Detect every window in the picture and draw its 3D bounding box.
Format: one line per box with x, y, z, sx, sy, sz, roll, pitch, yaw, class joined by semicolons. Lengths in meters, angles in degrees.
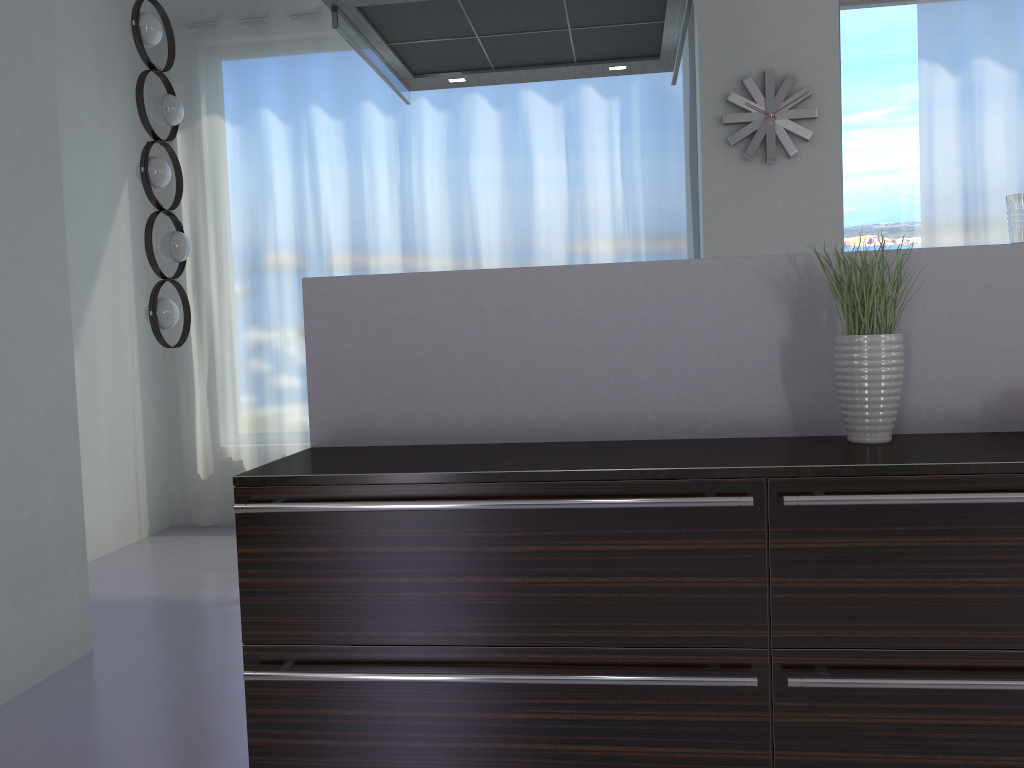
-0.377;-0.908;5.462;3.000;2.500;0.100;-2;3;7;window
3.340;-1.024;4.980;3.000;2.500;0.100;-2;3;7;window

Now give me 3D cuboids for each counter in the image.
1.128;0.309;2.319;3.291;1.300;1.302;-2;3;7;counter

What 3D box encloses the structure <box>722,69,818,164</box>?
1.413;-1.467;4.858;0.505;0.505;0.076;-2;3;7;structure

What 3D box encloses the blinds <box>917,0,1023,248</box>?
3.669;-0.835;4.723;2.830;3.112;0.120;-2;3;7;blinds

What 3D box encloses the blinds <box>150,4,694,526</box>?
-0.560;-0.703;5.272;3.245;3.112;0.120;-2;3;7;blinds

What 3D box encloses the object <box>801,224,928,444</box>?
0.804;-0.117;2.005;0.269;0.502;0.247;-2;3;8;object

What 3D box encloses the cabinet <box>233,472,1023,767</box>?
1.134;0.534;2.321;3.285;0.852;1.377;-2;3;7;cabinet

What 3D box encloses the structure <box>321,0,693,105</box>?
0.019;-1.608;2.694;0.981;1.231;0.915;-2;3;7;structure

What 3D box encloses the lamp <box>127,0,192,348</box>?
-1.739;-1.362;4.362;0.180;2.370;0.367;-2;3;1;lamp

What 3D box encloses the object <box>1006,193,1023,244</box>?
1.230;-0.395;2.136;0.072;0.119;0.071;-4;4;-33;object
